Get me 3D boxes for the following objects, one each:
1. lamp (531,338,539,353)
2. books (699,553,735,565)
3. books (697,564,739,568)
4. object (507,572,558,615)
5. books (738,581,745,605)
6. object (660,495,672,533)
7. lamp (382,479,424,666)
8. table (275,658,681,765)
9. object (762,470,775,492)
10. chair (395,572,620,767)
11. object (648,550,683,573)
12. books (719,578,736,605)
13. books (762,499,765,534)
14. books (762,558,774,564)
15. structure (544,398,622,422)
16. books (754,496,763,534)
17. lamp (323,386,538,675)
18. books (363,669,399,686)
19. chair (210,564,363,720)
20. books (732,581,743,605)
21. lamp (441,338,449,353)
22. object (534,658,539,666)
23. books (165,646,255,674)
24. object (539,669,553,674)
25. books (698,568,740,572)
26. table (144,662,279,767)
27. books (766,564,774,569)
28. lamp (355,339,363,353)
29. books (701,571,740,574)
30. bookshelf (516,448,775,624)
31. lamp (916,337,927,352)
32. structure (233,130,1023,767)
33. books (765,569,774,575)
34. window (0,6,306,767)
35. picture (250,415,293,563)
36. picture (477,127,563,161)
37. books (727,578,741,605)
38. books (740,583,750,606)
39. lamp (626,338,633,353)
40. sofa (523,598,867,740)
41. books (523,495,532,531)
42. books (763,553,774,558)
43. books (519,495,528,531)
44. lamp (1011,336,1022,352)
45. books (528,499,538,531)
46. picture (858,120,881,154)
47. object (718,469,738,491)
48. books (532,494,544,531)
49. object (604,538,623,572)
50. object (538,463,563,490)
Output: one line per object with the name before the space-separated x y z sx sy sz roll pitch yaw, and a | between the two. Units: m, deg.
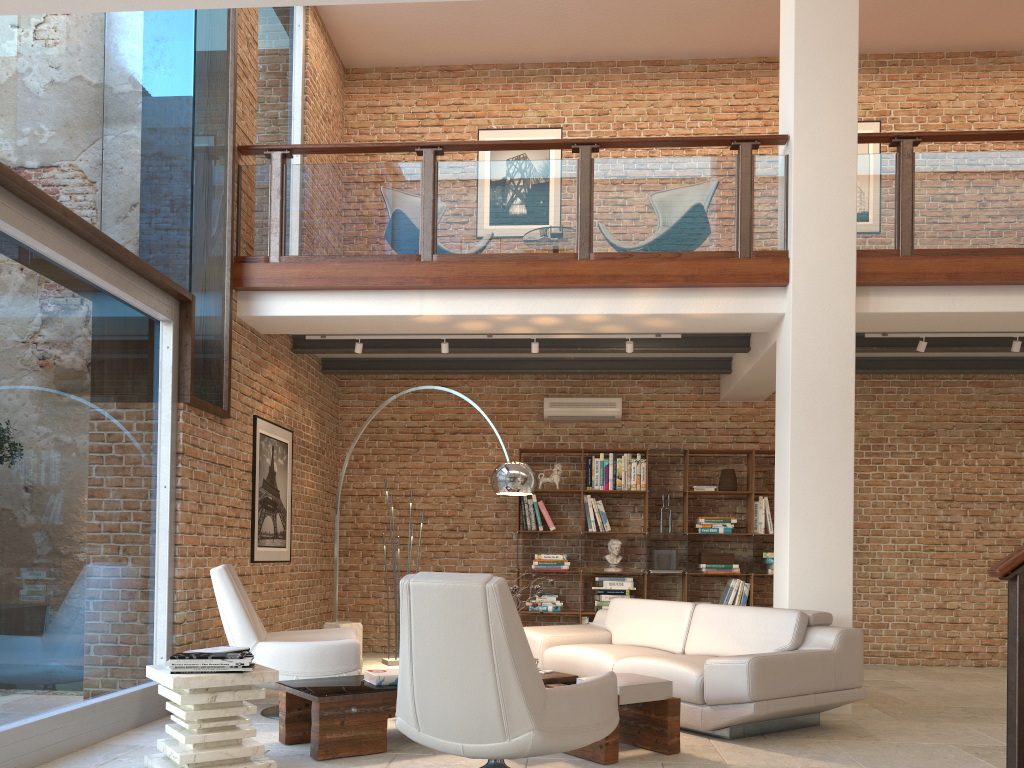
lamp | 0.189 -0.308 7.143 0.061 0.127 0.087 1 -4 6
books | 2.099 1.792 8.949 0.335 0.117 0.217 0 -9 4
books | 2.108 1.867 8.939 0.379 0.036 0.249 0 -11 3
object | 0.036 1.444 5.368 0.544 0.599 0.319 3 -4 -25
books | 2.315 2.192 8.947 0.098 0.349 0.275 1 -5 4
object | 1.580 1.333 8.947 0.121 0.394 0.062 1 -1 7
lamp | -1.082 1.837 8.518 0.419 1.797 0.200 1 -1 -26
table | -0.359 1.884 5.236 1.985 0.422 2.231 8 -13 -34
object | 2.780 1.003 8.899 0.440 0.215 0.442 10 -13 -43
chair | -0.109 1.353 3.953 1.028 1.001 0.986 -1 -6 21
object | 1.572 1.824 8.961 0.335 0.229 0.288 0 -7 4
books | 2.200 2.183 8.960 0.163 0.367 0.247 1 -4 4
books | 2.550 1.363 8.931 0.021 0.354 0.275 1 -5 4
books | 2.750 1.812 8.921 0.326 0.054 0.260 0 -11 4
structure | 0.745 0.271 9.194 0.812 0.216 0.203 0 -6 4
books | 2.521 1.348 8.924 0.036 0.378 0.247 1 -4 4
lamp | -0.639 1.177 6.476 2.041 2.318 0.321 -4 -4 41
books | -0.657 1.672 4.985 0.328 0.055 0.258 6 -12 -25
chair | -1.501 1.704 5.831 0.984 0.984 1.042 2 -6 -11
books | 2.294 2.188 8.940 0.098 0.349 0.275 1 -5 4
lamp | -0.553 -0.312 7.198 0.061 0.119 0.087 1 -4 6
object | 0.107 1.618 4.991 0.092 0.083 0.092 6 -8 -36
books | -1.466 1.363 4.328 0.390 0.078 0.578 3 -11 -11
object | 0.129 1.670 5.072 0.272 0.034 0.252 6 -12 -23
books | 2.124 1.911 8.972 0.379 0.036 0.249 1 -11 0
table | -1.474 1.640 4.267 0.498 0.497 0.499 5 -7 -35
books | 2.793 1.866 8.906 0.326 0.055 0.260 1 -11 -1
lamp | -1.274 -0.309 7.249 0.059 0.127 0.087 2 -4 -26
books | 2.136 1.936 8.956 0.355 0.020 0.277 0 -11 3
bookshelf | 1.575 1.780 8.978 3.033 2.174 0.368 0 -1 4
lamp | 3.250 -0.307 6.915 0.059 0.127 0.087 2 -4 -26
structure | 2.456 -0.524 2.220 10.152 4.070 14.123 0 -10 4
books | 2.767 1.921 8.908 0.326 0.054 0.260 0 -11 7
window | -2.713 -1.722 2.103 0.648 6.284 12.568 1 -9 4
picture | -2.032 0.928 7.418 0.027 1.179 0.925 1 -5 4
picture | 0.078 -2.155 9.364 0.913 1.182 0.027 1 -1 4
books | 2.240 2.177 8.934 0.161 0.368 0.247 1 -4 4
books | 2.358 2.197 8.929 0.116 0.329 0.258 1 -5 4
lamp | 0.957 -0.312 7.096 0.061 0.114 0.096 0 -5 11
sofa | 1.128 1.925 6.148 1.152 0.743 2.356 7 -12 -35
books | 0.165 1.348 9.116 0.091 0.379 0.247 1 -4 4
books | 2.734 1.757 8.923 0.326 0.054 0.259 -2 -11 14
books | 0.127 1.347 9.111 0.091 0.379 0.247 1 -4 4
lamp | 3.971 -0.306 6.864 0.061 0.127 0.087 1 -4 6
books | 0.217 1.377 9.131 0.102 0.329 0.258 1 -5 4
picture | 3.383 -2.153 9.120 0.913 1.182 0.027 1 -1 4
object | 2.205 0.988 8.898 0.195 0.229 0.194 5 -6 -38
books | 0.271 1.348 9.095 0.121 0.376 0.247 1 -4 4
object | 1.052 1.772 9.026 0.196 0.345 0.196 0 -3 20
object | 0.399 0.957 9.040 0.252 0.279 0.132 0 -3 12
